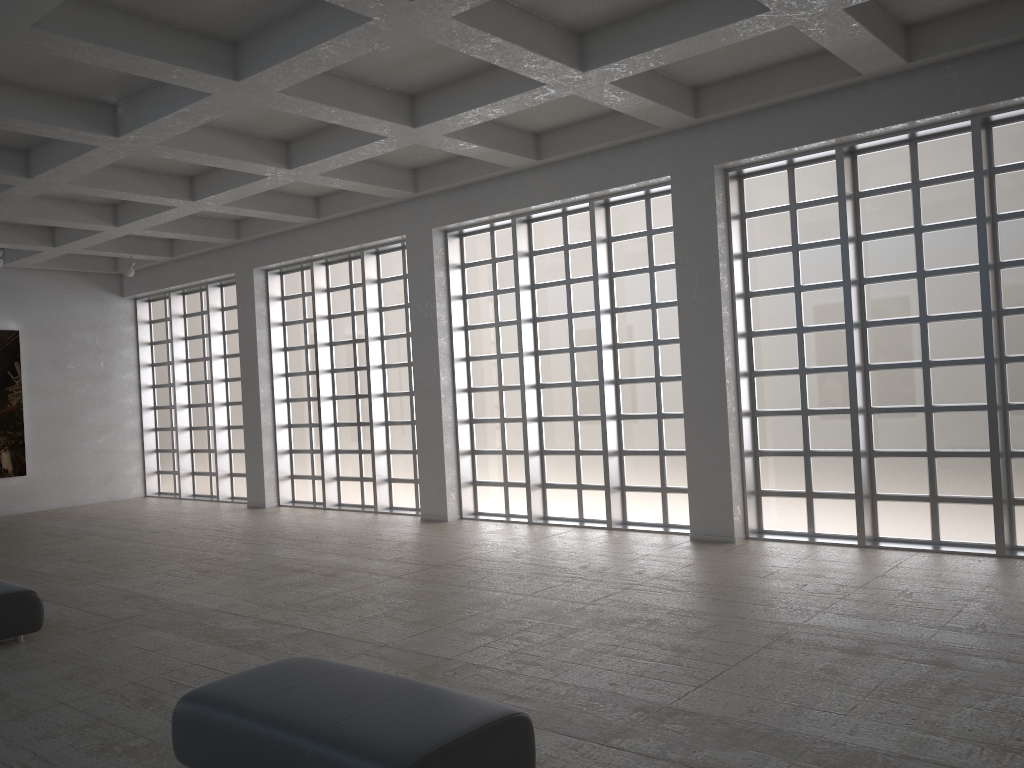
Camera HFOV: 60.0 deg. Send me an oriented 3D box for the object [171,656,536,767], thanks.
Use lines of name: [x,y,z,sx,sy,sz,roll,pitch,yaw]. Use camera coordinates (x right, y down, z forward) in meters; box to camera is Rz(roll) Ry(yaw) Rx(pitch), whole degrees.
object: [-1.447,3.092,7.699,3.044,0.828,1.616,-3,0,40]

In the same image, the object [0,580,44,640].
object: [-8.741,3.531,13.800,3.044,0.828,1.616,-3,0,40]
